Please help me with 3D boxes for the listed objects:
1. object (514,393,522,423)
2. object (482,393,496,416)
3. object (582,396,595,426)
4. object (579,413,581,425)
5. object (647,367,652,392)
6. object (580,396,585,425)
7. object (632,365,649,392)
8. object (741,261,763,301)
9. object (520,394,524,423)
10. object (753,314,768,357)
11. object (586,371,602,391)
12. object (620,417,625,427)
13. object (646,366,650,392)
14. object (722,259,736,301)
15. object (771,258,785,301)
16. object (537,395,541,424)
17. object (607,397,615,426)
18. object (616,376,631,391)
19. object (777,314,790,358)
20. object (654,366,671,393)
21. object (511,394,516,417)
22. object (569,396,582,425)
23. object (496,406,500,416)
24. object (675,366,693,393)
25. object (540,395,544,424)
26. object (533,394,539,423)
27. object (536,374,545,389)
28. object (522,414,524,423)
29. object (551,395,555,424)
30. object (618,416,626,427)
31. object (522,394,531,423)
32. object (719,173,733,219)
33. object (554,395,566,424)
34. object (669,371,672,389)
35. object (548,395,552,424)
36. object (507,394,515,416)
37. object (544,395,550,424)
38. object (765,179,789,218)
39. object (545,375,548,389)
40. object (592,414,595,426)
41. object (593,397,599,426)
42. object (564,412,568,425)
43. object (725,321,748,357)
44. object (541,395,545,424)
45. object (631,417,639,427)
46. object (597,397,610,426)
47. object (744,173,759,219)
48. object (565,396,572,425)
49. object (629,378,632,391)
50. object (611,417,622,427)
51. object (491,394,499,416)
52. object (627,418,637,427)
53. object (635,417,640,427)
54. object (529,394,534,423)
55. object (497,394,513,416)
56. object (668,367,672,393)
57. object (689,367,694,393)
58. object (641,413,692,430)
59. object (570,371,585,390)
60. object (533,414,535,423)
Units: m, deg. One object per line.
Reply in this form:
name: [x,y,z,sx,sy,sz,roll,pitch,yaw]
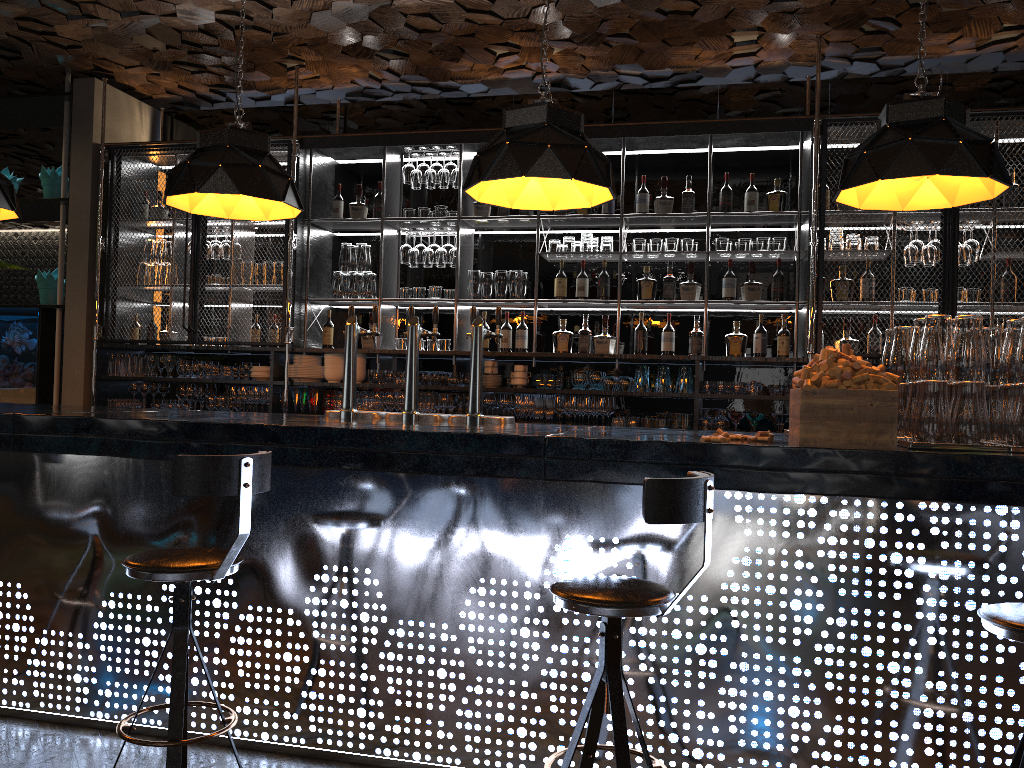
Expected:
object: [0.040,0.181,5.989,0.058,0.234,0.058,2,-1,-34]
object: [-0.165,0.179,6.053,0.108,0.227,0.108,2,-1,5]
object: [0.510,0.198,5.892,0.091,0.229,0.091,1,-1,41]
object: [0.470,0.199,6.136,0.091,0.229,0.091,2,-1,-25]
object: [0.894,-0.031,5.994,0.115,0.172,0.101,2,-1,-2]
object: [0.482,0.198,6.016,0.091,0.229,0.091,2,-1,-45]
object: [0.837,-0.035,5.758,0.115,0.172,0.101,1,-1,43]
object: [1.574,-0.666,5.824,0.123,0.279,0.123,2,-1,2]
object: [0.062,0.183,6.071,0.058,0.234,0.058,1,-1,36]
object: [1.635,-0.310,5.831,0.086,0.298,0.086,2,-1,-28]
object: [0.543,-0.021,5.882,0.108,0.126,0.108,2,-1,-42]
object: [0.726,0.270,5.934,0.067,0.100,0.067,2,-1,6]
object: [0.859,-0.033,5.877,0.115,0.172,0.101,2,-1,23]
object: [1.442,-0.680,5.878,0.086,0.298,0.086,2,-1,-28]
object: [1.743,-0.672,5.802,0.086,0.299,0.086,2,-1,-28]
object: [0.178,0.187,6.015,0.049,0.231,0.049,2,-1,22]
object: [0.663,0.205,6.092,0.091,0.229,0.091,2,-1,11]
object: [0.731,-0.001,5.806,0.098,0.097,0.098,2,-1,-43]
object: [1.773,-0.306,5.784,0.080,0.299,0.080,2,-1,16]
object: [0.973,-0.032,5.716,0.115,0.172,0.101,2,-1,-2]
object: [0.005,0.186,6.261,0.108,0.227,0.108,2,-1,-41]
object: [0.421,0.195,5.915,0.091,0.229,0.091,2,-1,-29]
object: [-0.104,0.183,6.287,0.108,0.227,0.108,1,-1,44]
object: [1.104,-0.028,5.693,0.101,0.172,0.115,1,-1,43]
object: [0.199,0.189,6.073,0.049,0.231,0.049,2,-1,-40]
object: [0.162,0.186,5.951,0.049,0.231,0.049,2,-1,25]
object: [0.188,-0.017,5.928,0.067,0.099,0.058,2,-1,-31]
object: [0.078,0.184,6.143,0.058,0.234,0.058,2,-1,-12]
object: [0.272,0.191,6.059,0.049,0.231,0.049,2,-1,21]
object: [0.742,0.272,6.044,0.067,0.100,0.067,2,-1,6]
object: [0.098,0.183,5.985,0.058,0.234,0.058,2,-1,17]
object: [1.422,-1.253,5.889,0.086,0.299,0.086,2,-1,-28]
object: [0.320,0.192,5.934,0.091,0.229,0.091,2,-1,0]
object: [1.023,-0.027,5.959,0.101,0.172,0.115,2,-1,18]
object: [0.252,0.189,5.996,0.049,0.231,0.049,2,-1,17]
object: [-0.023,0.184,6.142,0.108,0.227,0.108,2,-1,-22]
object: [0.235,0.188,5.934,0.049,0.231,0.049,2,-1,9]
object: [1.736,-1.217,5.810,0.151,0.248,0.094,1,-1,42]
object: [0.245,-0.014,6.083,0.058,0.099,0.067,2,-1,16]
object: [0.564,0.202,6.112,0.091,0.229,0.091,2,-1,-18]
object: [0.574,0.201,5.992,0.091,0.229,0.091,2,-1,7]
object: [0.381,0.197,6.157,0.091,0.229,0.091,2,-1,-41]
object: [1.481,-0.290,5.853,0.151,0.248,0.094,2,-1,22]
object: [0.209,0.190,6.138,0.049,0.231,0.049,2,-1,3]
object: [0.816,0.273,5.923,0.067,0.099,0.067,2,-1,-15]
object: [0.603,0.200,5.869,0.091,0.229,0.091,2,-1,-14]
object: [1.589,-1.247,5.878,0.086,0.298,0.086,2,-1,-28]
object: [0.389,0.195,6.039,0.091,0.229,0.091,1,-1,34]
object: [0.753,0.001,5.912,0.098,0.097,0.098,1,-1,38]
object: [0.686,0.268,5.828,0.067,0.100,0.067,2,-1,6]
object: [-0.133,0.181,6.168,0.108,0.227,0.108,2,-1,-7]
object: [0.787,0.271,5.801,0.067,0.099,0.067,2,-1,-15]
object: [0.835,0.275,6.018,0.067,0.099,0.067,2,-1,-15]
object: [0.129,0.185,6.075,0.058,0.234,0.058,2,-1,-43]
object: [-0.053,0.182,6.027,0.108,0.227,0.108,2,-1,-16]
object: [0.998,-0.029,5.842,0.101,0.172,0.115,1,-1,43]
object: [1.138,-0.025,5.806,0.115,0.172,0.101,2,-1,-2]
object: [1.015,0.260,5.863,0.356,0.134,0.206,2,-1,21]
object: [0.435,-0.023,5.906,0.100,0.125,0.100,2,-1,-38]
object: [0.152,0.187,6.162,0.058,0.234,0.058,2,-1,-10]
